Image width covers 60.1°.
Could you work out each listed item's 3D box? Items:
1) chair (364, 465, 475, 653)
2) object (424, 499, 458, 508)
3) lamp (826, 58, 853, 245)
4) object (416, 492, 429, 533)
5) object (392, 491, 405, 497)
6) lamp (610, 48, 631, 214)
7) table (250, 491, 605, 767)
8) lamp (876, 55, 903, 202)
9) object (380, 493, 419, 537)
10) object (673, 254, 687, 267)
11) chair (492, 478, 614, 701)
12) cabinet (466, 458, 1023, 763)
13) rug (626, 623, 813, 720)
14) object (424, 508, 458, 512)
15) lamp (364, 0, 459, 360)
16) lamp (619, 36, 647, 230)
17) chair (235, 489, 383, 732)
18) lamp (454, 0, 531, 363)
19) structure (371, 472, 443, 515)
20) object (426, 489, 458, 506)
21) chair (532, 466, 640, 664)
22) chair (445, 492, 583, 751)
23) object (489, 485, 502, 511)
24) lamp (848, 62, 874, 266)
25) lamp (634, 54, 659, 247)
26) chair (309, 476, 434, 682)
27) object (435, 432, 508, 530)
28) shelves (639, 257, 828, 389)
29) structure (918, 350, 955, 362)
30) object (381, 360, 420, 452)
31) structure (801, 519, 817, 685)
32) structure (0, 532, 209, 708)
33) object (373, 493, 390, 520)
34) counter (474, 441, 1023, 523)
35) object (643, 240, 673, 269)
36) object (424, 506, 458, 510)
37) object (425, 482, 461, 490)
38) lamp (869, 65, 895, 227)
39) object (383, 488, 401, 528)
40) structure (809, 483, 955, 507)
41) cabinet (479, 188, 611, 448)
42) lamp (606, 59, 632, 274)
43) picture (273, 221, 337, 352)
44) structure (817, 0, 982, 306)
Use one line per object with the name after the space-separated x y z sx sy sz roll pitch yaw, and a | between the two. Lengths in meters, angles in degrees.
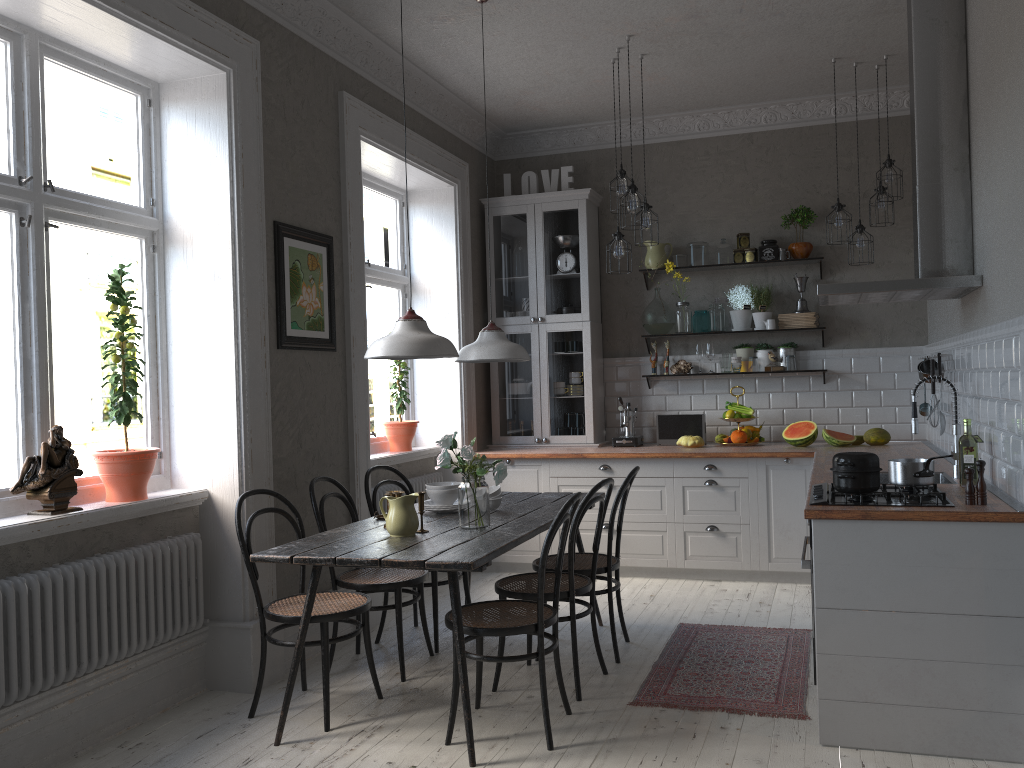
-0.490 0.897 4.718 0.539 0.920 0.446 -2 0 31 | chair
-0.327 0.589 4.310 0.232 0.027 0.242 -2 0 42 | object
2.012 -1.743 5.513 0.150 1.735 0.143 -2 0 -39 | lamp
-0.380 0.538 3.715 0.058 0.167 0.060 -2 0 32 | object
-0.484 0.538 3.786 0.061 0.172 0.063 -2 0 40 | object
0.629 -1.885 5.237 0.146 1.735 0.147 -2 0 6 | lamp
-0.223 0.982 4.093 0.893 0.735 1.944 -2 0 19 | table
2.316 -2.010 5.487 0.148 1.735 0.145 -2 0 -9 | lamp
-0.460 0.538 3.652 0.152 0.170 0.134 -2 0 -20 | object
1.253 -0.908 6.608 0.102 0.111 0.104 -2 0 18 | object
0.190 0.877 3.943 0.540 0.920 0.445 -2 0 26 | chair
1.361 0.870 5.047 2.021 0.854 4.125 -2 0 -25 | cabinet
1.033 1.301 4.138 0.727 0.014 1.305 -2 0 19 | rug
-0.327 0.606 4.310 0.232 0.027 0.242 -2 0 37 | object
-0.430 -1.029 3.560 0.387 1.858 0.372 -2 0 -34 | lamp
0.669 -1.756 5.057 0.149 1.735 0.144 -2 0 -24 | lamp
-0.860 0.908 3.729 0.540 0.920 0.445 -2 0 26 | chair
-0.124 -1.037 4.413 0.373 1.858 0.386 -2 0 26 | lamp
-0.726 0.845 5.773 0.147 0.428 1.237 -2 0 18 | structure
-0.329 0.553 4.310 0.178 0.094 0.181 -2 0 10 | object
0.372 0.871 4.399 0.543 0.920 0.443 -2 0 16 | chair
0.011 0.882 3.433 0.543 0.920 0.443 -2 0 16 | chair
-0.110 0.554 4.285 0.122 0.119 0.130 -2 0 35 | object
2.183 -1.625 5.602 0.148 1.735 0.145 -2 0 -9 | lamp
0.789 -1.709 5.353 0.146 1.735 0.147 -2 0 6 | lamp
-0.673 0.903 4.259 0.543 0.920 0.443 -2 0 16 | chair
-0.169 0.407 3.775 0.308 0.414 0.254 -2 0 17 | object
1.614 -0.409 6.493 1.300 0.923 0.231 -2 0 18 | shelves
2.469 -0.157 5.173 0.093 0.053 1.099 -2 0 20 | structure
-0.768 0.050 6.041 0.265 0.813 0.254 -2 0 -44 | object
1.466 0.786 3.472 0.610 0.623 0.630 -2 0 19 | structure
-1.592 0.870 3.356 0.147 0.428 1.237 -2 0 18 | structure
-0.571 0.571 4.146 0.139 0.112 0.139 -2 0 1 | object
0.873 0.474 5.043 3.121 0.039 3.433 -2 0 19 | counter
1.081 -0.957 6.601 0.187 0.216 0.176 -2 0 32 | object
-0.327 0.597 4.310 0.240 0.027 0.235 -2 0 -13 | object
-0.330 0.533 4.310 0.178 0.094 0.181 -2 0 10 | object
2.339 -1.882 5.661 0.149 1.735 0.144 -2 0 -29 | lamp
-0.516 0.539 3.873 0.096 0.172 0.096 -2 0 0 | object
1.432 0.423 3.484 0.490 0.031 0.613 -2 0 19 | structure
0.259 -0.460 6.781 0.868 1.921 0.392 -2 0 18 | cabinet
0.631 -1.545 5.409 0.148 1.735 0.145 -2 0 -14 | lamp
-1.041 -0.479 4.503 0.019 0.619 0.528 -2 0 20 | picture
1.880 -1.231 4.434 0.704 1.595 0.721 -2 0 19 | structure
